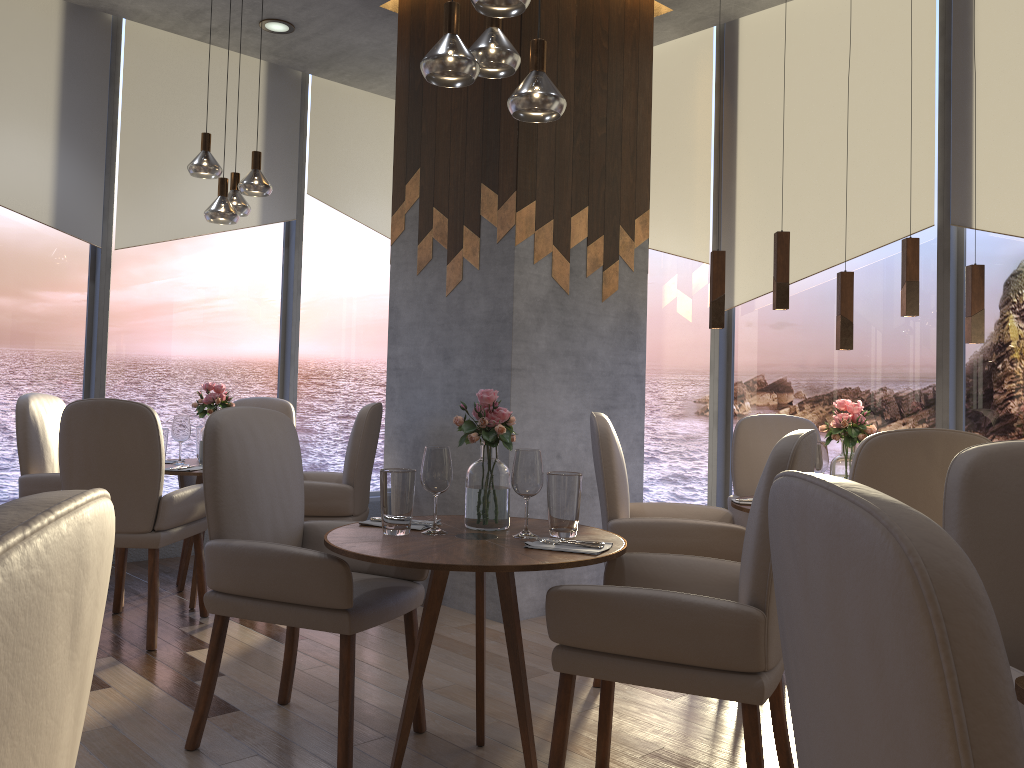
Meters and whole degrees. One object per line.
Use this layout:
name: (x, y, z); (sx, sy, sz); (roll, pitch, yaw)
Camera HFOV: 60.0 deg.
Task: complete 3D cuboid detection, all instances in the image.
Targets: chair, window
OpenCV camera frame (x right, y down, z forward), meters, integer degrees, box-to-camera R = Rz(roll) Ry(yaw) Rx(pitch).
chair: (0.593, 0.617, 3.445); (0.600, 1.001, 0.527); (1, -2, 7)
chair: (-0.614, 0.577, 2.708); (0.600, 1.001, 0.527); (1, -2, 23)
chair: (-2.120, 0.551, 4.415); (0.600, 1.001, 0.527); (2, -2, 0)
chair: (-1.619, 0.559, 3.814); (0.528, 1.001, 0.599); (1, -2, 4)
chair: (1.251, 0.641, 3.968); (0.528, 1.001, 0.599); (2, -2, 0)
chair: (-1.512, 0.573, 4.970); (0.528, 1.001, 0.599); (1, -2, 4)
chair: (1.195, 0.628, 2.774); (0.528, 1.001, 0.599); (1, -2, 3)
chair: (0.554, 0.592, 0.814); (0.600, 1.001, 0.527); (2, -2, 0)
chair: (0.440, 0.602, 2.222); (0.600, 1.001, 0.527); (1, -2, 24)
window: (-0.667, -0.772, 2.964); (16.120, 3.203, 8.053); (2, -1, 2)
chair: (-0.960, 0.583, 4.376); (0.600, 1.001, 0.527); (2, -2, 1)
chair: (-0.559, 0.557, 0.450); (0.599, 1.001, 0.528); (2, -2, -12)
chair: (1.074, 0.613, 1.510); (0.528, 1.001, 0.599); (2, -2, -5)

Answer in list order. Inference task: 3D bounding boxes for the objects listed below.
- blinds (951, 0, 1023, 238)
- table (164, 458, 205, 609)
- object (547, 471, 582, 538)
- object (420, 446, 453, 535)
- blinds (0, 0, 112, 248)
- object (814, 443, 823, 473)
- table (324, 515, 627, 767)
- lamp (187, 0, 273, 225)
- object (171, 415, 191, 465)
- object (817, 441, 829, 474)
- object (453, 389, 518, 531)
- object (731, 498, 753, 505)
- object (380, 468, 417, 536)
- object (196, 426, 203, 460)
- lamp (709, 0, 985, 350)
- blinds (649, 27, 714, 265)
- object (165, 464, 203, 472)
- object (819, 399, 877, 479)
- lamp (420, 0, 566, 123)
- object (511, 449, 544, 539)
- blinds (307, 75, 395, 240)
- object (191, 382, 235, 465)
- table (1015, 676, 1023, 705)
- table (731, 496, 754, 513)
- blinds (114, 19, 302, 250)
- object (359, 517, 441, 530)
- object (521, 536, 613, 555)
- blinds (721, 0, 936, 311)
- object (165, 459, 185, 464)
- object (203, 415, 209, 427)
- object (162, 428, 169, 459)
blinds: (2.469, -1.710, 3.733); (0.007, 2.684, 1.173); (4, -3, -43)
table: (-1.499, 0.736, 4.432); (0.834, 0.663, 0.833); (1, -2, 33)
object: (0.147, 0.343, 2.522); (0.102, 0.178, 0.102); (0, -2, 38)
object: (-0.215, 0.300, 2.512); (0.092, 0.245, 0.092); (0, -3, 41)
blinds: (-2.773, -2.141, 4.796); (1.172, 2.684, 0.007); (4, -3, -43)
object: (1.127, 0.345, 3.351); (0.092, 0.245, 0.092); (1, -2, 21)
table: (-0.108, 0.756, 2.462); (0.834, 0.663, 0.833); (1, -1, 21)
lamp: (-1.428, -1.464, 4.542); (0.439, 1.328, 0.439); (1, -2, 14)
object: (-1.647, 0.278, 4.407); (0.092, 0.245, 0.092); (0, -2, 28)
object: (1.215, 0.349, 3.535); (0.092, 0.245, 0.092); (1, -2, 24)
object: (-0.078, 0.220, 2.637); (0.198, 0.416, 0.210); (1, -2, 4)
object: (0.989, 0.455, 3.443); (0.255, 0.019, 0.157); (2, -1, 1)
object: (-0.321, 0.330, 2.481); (0.102, 0.178, 0.102); (1, -2, 27)
object: (-1.621, 0.314, 4.686); (0.102, 0.178, 0.102); (3, -2, -32)
lamp: (1.304, -1.097, 3.445); (1.161, 1.934, 0.118); (2, -2, 2)
blinds: (0.768, -2.032, 5.565); (0.007, 2.684, 1.173); (4, -3, -43)
object: (-1.540, 0.391, 4.173); (0.157, 0.019, 0.255); (2, -1, 3)
object: (1.298, 0.265, 3.410); (0.197, 0.416, 0.210); (3, -2, -31)
lamp: (-0.039, -1.444, 2.581); (0.439, 1.328, 0.439); (3, -3, -36)
object: (0.042, 0.307, 2.496); (0.092, 0.245, 0.092); (1, -2, 2)
blinds: (-0.950, -2.266, 6.510); (1.172, 2.684, 0.007); (4, -3, -43)
object: (-1.501, 0.197, 4.462); (0.210, 0.416, 0.197); (2, -2, -6)
table: (1.387, 0.781, 0.860); (1.307, 0.666, 0.964); (2, -1, -2)
table: (1.257, 0.803, 3.372); (0.833, 0.663, 0.833); (2, -1, -23)
blinds: (-1.864, -2.108, 5.649); (1.172, 2.684, 0.007); (4, -3, -43)
object: (-0.313, 0.411, 2.644); (0.255, 0.019, 0.157); (1, -1, 21)
object: (0.131, 0.421, 2.353); (0.255, 0.019, 0.157); (1, -1, 22)
blinds: (1.615, -1.732, 4.643); (0.007, 2.684, 1.173); (4, -3, -43)
object: (-1.773, 0.388, 4.514); (0.255, 0.019, 0.157); (2, -1, 8)
object: (-1.557, 0.282, 4.598); (0.092, 0.245, 0.092); (3, -3, -41)
object: (-1.744, 0.308, 4.353); (0.102, 0.178, 0.102); (3, -2, -26)
